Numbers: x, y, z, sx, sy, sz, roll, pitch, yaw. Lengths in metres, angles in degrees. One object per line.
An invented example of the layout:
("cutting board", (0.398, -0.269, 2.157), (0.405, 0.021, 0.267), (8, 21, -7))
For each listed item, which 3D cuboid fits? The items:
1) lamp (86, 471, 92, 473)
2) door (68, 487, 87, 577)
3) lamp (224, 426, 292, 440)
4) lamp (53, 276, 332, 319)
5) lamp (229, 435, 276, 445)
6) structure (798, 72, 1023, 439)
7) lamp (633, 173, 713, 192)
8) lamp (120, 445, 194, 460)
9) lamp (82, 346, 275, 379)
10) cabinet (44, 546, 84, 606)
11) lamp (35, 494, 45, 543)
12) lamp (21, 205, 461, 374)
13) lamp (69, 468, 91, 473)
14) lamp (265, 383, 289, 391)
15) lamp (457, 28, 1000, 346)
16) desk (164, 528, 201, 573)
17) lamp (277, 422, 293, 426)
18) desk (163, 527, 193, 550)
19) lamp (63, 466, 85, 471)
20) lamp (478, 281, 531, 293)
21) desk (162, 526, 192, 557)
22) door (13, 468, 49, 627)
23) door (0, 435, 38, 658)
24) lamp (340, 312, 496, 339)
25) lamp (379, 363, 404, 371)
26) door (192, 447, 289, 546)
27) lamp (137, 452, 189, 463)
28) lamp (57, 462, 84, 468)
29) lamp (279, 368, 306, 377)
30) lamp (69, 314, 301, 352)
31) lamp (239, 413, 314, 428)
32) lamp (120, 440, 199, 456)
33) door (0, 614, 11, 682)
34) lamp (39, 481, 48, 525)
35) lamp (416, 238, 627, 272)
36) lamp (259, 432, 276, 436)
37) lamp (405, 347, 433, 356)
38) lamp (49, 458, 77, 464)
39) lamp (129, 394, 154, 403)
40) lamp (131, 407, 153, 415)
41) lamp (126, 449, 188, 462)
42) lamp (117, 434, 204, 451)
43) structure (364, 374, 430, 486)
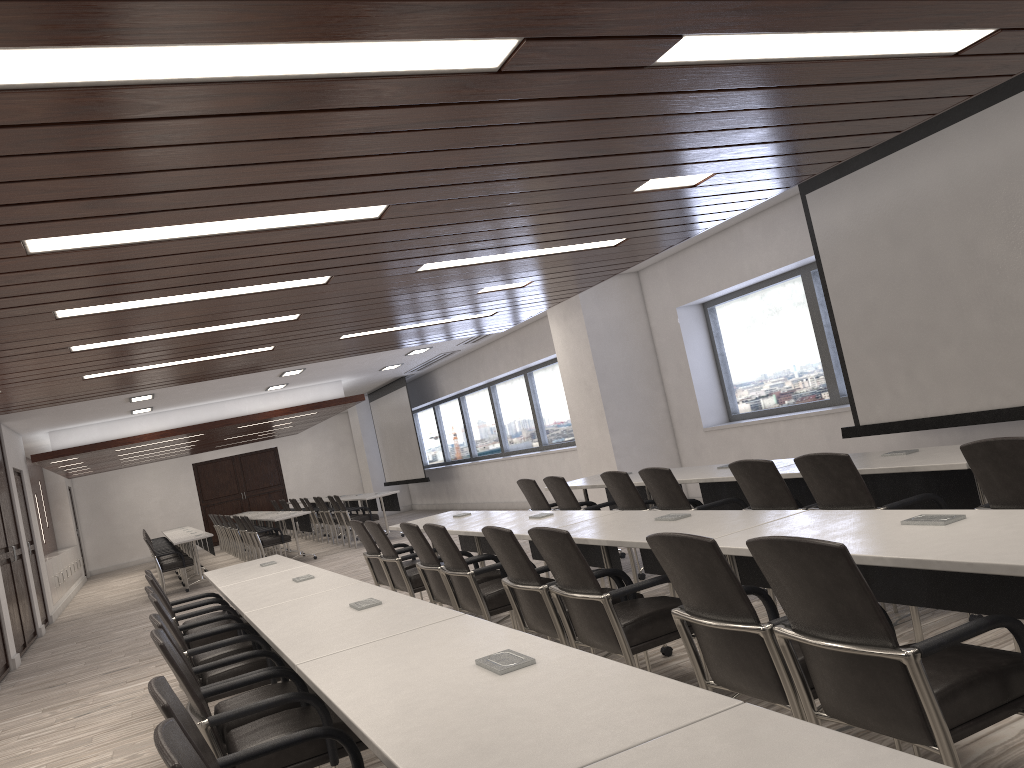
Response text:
("lamp", (-9.590, 1.965, 19.809), (0.464, 0.045, 0.236), (-11, -3, -24))
("door", (-10.844, 3.704, 22.012), (0.200, 2.323, 1.163), (-11, -3, -24))
("lamp", (-5.422, 1.020, 19.039), (1.496, 0.045, 0.236), (-11, -3, -24))
("lamp", (-1.771, -0.521, 5.024), (1.496, 0.045, 0.236), (-11, -3, -24))
("lamp", (-6.346, 1.338, 21.253), (1.496, 0.045, 0.236), (-11, -3, -24))
("structure", (3.178, -0.921, 5.762), (0.438, 2.329, 3.550), (-11, -3, -24))
("lamp", (0.859, -1.105, 4.763), (0.421, 0.046, 0.236), (-11, -3, -24))
("lamp", (-7.276, 1.378, 18.214), (1.496, 0.045, 0.236), (-11, -3, -24))
("lamp", (-2.695, -0.202, 7.238), (1.496, 0.045, 0.236), (-11, -3, -24))
("cabinet", (-8.895, 3.680, 17.365), (0.476, 0.698, 7.541), (-11, -3, -24))
("lamp", (-9.855, 2.807, 18.407), (0.094, 1.058, 0.236), (-11, -3, -24))
("lamp", (-1.352, -0.575, 10.571), (1.469, 0.552, 14.296), (-12, -3, -1))
("lamp", (-9.086, 1.791, 18.601), (0.464, 0.045, 0.236), (-11, -3, -24))
("lamp", (-3.990, 0.005, 15.005), (0.324, 0.120, 0.519), (-11, -3, -24))
("lamp", (0.498, -1.068, 8.870), (1.499, 0.552, 12.001), (-12, -3, -7))
("desk", (-6.805, 3.435, 18.367), (0.577, 0.795, 1.509), (-11, -3, -24))
("lamp", (-4.645, 0.793, 17.953), (0.421, 0.046, 0.236), (-11, -3, -24))
("desk", (-7.387, 3.635, 19.763), (0.577, 0.795, 1.509), (-11, -3, -24))
("lamp", (-8.666, 1.646, 17.595), (0.464, 0.045, 0.236), (-11, -3, -24))
("lamp", (-0.065, -0.787, 6.977), (0.421, 0.046, 0.236), (-11, -3, -24))
("desk", (-7.969, 3.836, 21.156), (0.577, 0.795, 1.509), (-11, -3, -24))
("door", (-6.995, 2.377, 12.788), (0.200, 2.323, 1.163), (-11, -3, -24))
("door", (-6.241, 1.820, 10.851), (0.200, 2.889, 2.327), (-11, -3, -24))
("lamp", (-0.841, -0.560, 8.064), (1.496, 0.045, 0.236), (-11, -3, -24))
("lamp", (-2.162, -0.348, 15.819), (0.324, 0.120, 0.519), (-11, -3, -24))
("door", (-7.498, 3.125, 24.757), (2.329, 2.323, 0.200), (-11, -3, -24))
("lamp", (-8.200, 1.696, 20.428), (1.496, 0.045, 0.236), (-11, -3, -24))
("lamp", (-8.162, 1.472, 16.387), (0.464, 0.045, 0.236), (-11, -3, -24))
("lamp", (-3.337, -0.221, 13.440), (0.324, 0.120, 0.519), (-11, -3, -24))
("lamp", (-2.191, -0.376, 6.031), (1.496, 0.045, 0.236), (-11, -3, -24))
("lamp", (-4.330, 0.643, 16.423), (1.496, 0.045, 0.236), (-11, -3, -24))
("lamp", (-6.772, 1.204, 17.006), (1.496, 0.045, 0.236), (-11, -3, -24))
("door", (-5.365, 1.814, 8.881), (0.200, 2.323, 1.163), (-11, -3, -24))
("lamp", (-10.426, 2.670, 19.631), (0.094, 1.058, 0.236), (-11, -3, -24))
("lamp", (0.083, -0.879, 5.850), (1.496, 0.045, 0.236), (-11, -3, -24))
("lamp", (-5.569, 1.112, 20.167), (0.421, 0.046, 0.236), (-11, -3, -24))
("lamp", (-1.509, -0.574, 14.253), (0.324, 0.120, 0.519), (-11, -3, -24))
("lamp", (-7.574, 1.270, 14.978), (0.464, 0.045, 0.236), (-11, -3, -24))
("lamp", (-5.260, 0.151, 12.583), (0.324, 0.120, 0.519), (-11, -3, -24))
("lamp", (-5.914, 0.376, 14.149), (0.324, 0.120, 0.519), (-11, -3, -24))
("lamp", (-7.696, 1.523, 19.220), (1.496, 0.045, 0.236), (-11, -3, -24))
("lamp", (-6.184, 1.001, 15.597), (1.496, 0.045, 0.236), (-11, -3, -24))
("structure", (-2.597, 1.071, 19.600), (0.438, 2.329, 3.550), (-11, -3, -24))
